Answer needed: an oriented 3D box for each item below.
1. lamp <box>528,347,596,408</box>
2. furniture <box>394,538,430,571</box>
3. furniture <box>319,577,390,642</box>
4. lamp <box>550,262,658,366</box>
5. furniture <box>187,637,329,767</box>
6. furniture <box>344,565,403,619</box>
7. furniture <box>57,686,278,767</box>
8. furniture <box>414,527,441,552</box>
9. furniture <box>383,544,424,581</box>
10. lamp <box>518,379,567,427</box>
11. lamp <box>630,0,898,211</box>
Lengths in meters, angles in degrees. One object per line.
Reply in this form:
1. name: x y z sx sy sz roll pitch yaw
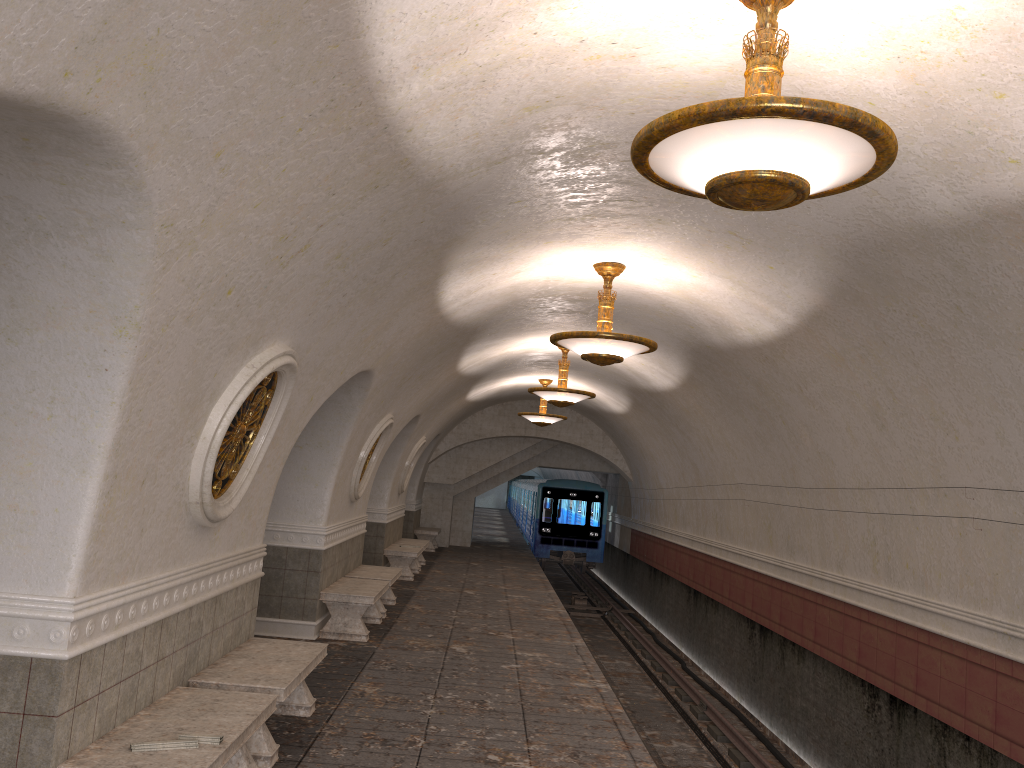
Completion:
1. lamp: 0.758 -0.122 13.129 1.008 0.955 1.008 3 -6 15
2. furniture: -2.063 3.487 18.177 0.613 0.508 1.509 5 -6 -1
3. furniture: -1.873 2.670 10.579 0.613 0.508 1.509 5 -6 -1
4. lamp: 0.878 -0.638 8.330 1.008 0.955 1.008 3 -6 15
5. furniture: -1.765 2.206 6.266 0.613 0.508 1.509 5 -6 -1
6. furniture: -1.915 2.850 12.250 0.613 0.508 1.509 5 -6 -1
7. furniture: -1.724 2.026 4.595 0.613 0.508 1.509 5 -6 -1
8. furniture: -2.178 3.982 22.770 0.613 0.508 1.509 5 -6 -1
9. furniture: -2.021 3.308 16.506 0.613 0.508 1.509 5 -6 -1
10. lamp: 0.638 0.394 17.929 1.008 0.955 1.008 -1 -9 45
11. lamp: 0.998 -1.155 3.529 1.008 0.955 1.008 7 -7 -17
